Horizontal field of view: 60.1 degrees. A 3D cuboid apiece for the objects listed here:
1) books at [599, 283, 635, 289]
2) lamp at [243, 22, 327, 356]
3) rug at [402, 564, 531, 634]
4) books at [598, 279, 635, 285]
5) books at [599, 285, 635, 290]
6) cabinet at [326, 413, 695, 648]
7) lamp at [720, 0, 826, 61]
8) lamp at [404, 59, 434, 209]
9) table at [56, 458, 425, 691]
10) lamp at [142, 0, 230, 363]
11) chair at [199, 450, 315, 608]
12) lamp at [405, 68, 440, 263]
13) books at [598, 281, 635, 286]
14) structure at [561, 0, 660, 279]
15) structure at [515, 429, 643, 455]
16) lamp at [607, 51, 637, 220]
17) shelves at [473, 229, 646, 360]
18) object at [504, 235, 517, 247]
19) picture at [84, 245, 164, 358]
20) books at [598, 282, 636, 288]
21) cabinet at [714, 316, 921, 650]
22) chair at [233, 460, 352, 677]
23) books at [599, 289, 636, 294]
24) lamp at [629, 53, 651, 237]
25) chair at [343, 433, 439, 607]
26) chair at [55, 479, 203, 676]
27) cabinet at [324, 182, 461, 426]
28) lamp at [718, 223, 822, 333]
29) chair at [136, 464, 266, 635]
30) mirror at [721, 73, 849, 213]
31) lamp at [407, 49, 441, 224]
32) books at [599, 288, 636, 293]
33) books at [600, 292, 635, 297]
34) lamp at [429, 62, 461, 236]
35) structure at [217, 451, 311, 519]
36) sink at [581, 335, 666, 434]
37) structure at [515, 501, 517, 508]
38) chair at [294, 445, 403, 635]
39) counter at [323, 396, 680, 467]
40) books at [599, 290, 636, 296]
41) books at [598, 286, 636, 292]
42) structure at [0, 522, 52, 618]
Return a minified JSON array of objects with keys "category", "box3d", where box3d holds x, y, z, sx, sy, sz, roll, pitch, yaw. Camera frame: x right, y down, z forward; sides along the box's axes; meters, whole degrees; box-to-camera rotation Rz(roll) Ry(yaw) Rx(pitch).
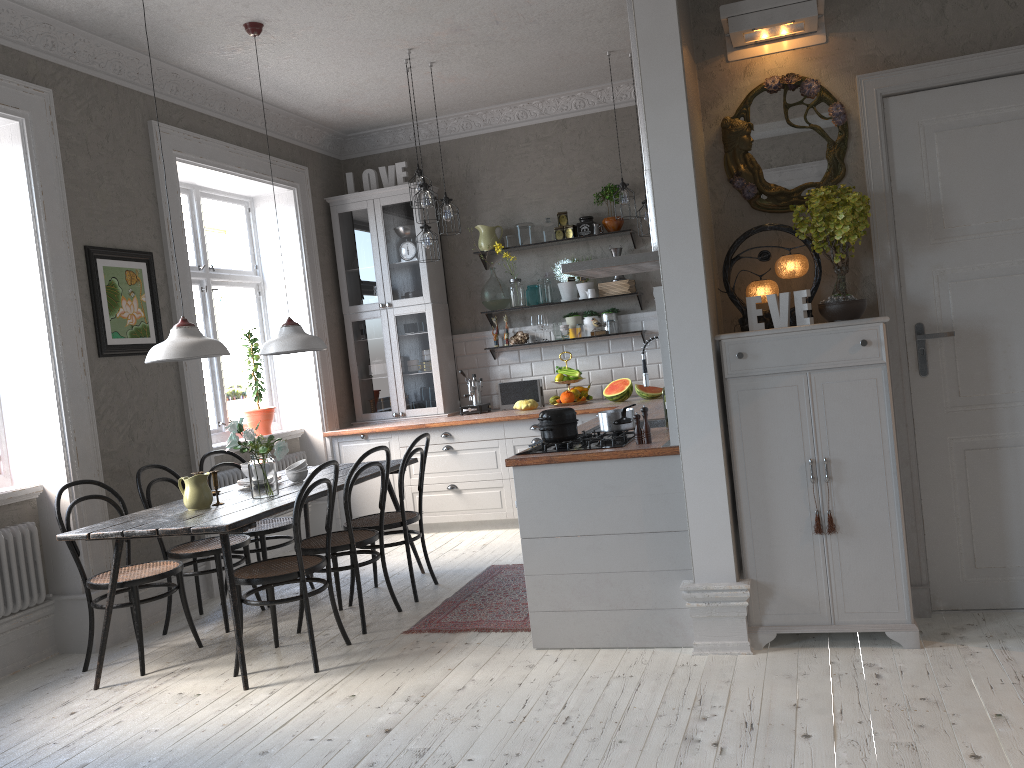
[{"category":"books","box3d":[0.831,-0.773,7.021,0.257,0.011,0.160,-6,2,23]},{"category":"lamp","box3d":[-1.351,-1.099,5.019,0.373,1.859,0.385,-5,3,25]},{"category":"rug","box3d":[0.001,1.145,4.856,0.727,0.014,1.304,-6,2,18]},{"category":"books","box3d":[0.827,-0.805,7.020,0.257,0.011,0.160,-6,2,23]},{"category":"books","box3d":[0.832,-0.762,7.022,0.257,0.011,0.160,-6,2,20]},{"category":"cabinet","box3d":[0.274,0.658,5.753,2.021,0.854,4.123,-7,2,-26]},{"category":"lamp","box3d":[1.101,-1.513,3.727,0.411,0.171,0.222,-6,2,17]},{"category":"lamp","box3d":[-0.687,-2.032,5.823,0.146,1.735,0.147,-6,2,5]},{"category":"table","box3d":[-1.277,0.931,4.777,0.894,0.735,1.942,-6,2,18]},{"category":"lamp","box3d":[-1.639,-1.036,4.163,0.387,1.859,0.371,-8,3,-35]},{"category":"chair","box3d":[-1.563,0.848,5.393,0.539,0.921,0.446,-5,3,30]},{"category":"lamp","box3d":[-0.661,-1.700,6.008,0.148,1.735,0.145,-7,2,-15]},{"category":"books","box3d":[0.829,-0.794,7.020,0.256,0.016,0.160,-5,2,26]},{"category":"structure","box3d":[0.631,-1.456,5.068,0.704,1.596,0.720,-6,2,18]},{"category":"structure","box3d":[0.340,0.260,4.176,0.490,0.031,0.613,-6,2,18]},{"category":"lamp","box3d":[0.698,-2.012,6.127,0.150,1.735,0.143,-8,3,-40]},{"category":"shelves","box3d":[0.391,-0.685,7.151,1.301,0.923,0.231,-6,2,17]},{"category":"object","box3d":[-0.012,-1.156,7.240,0.102,0.111,0.104,-6,2,17]},{"category":"picture","box3d":[-2.222,-0.471,5.115,0.019,0.620,0.527,-6,2,19]},{"category":"books","box3d":[0.830,-0.784,7.021,0.256,0.016,0.160,-5,2,30]},{"category":"cabinet","box3d":[1.257,0.404,3.669,0.658,1.297,0.388,-6,2,17]},{"category":"chair","box3d":[-1.039,0.834,4.118,0.543,0.921,0.442,-6,2,15]},{"category":"books","box3d":[0.836,-0.730,7.023,0.256,0.016,0.160,-5,2,30]},{"category":"lamp","box3d":[0.876,-1.912,6.224,0.148,1.735,0.145,-7,2,-10]},{"category":"chair","box3d":[-0.699,0.762,5.089,0.543,0.921,0.442,-6,2,15]},{"category":"chair","box3d":[-1.911,0.922,4.399,0.540,0.921,0.445,-5,2,25]},{"category":"cabinet","box3d":[-0.970,-0.634,7.412,0.869,1.921,0.392,-6,2,17]},{"category":"lamp","box3d":[1.106,-0.398,3.757,0.442,0.558,0.174,-5,2,25]},{"category":"chair","box3d":[-1.736,0.883,4.932,0.543,0.921,0.442,-6,2,15]},{"category":"mirror","box3d":[1.178,-1.042,3.825,0.526,0.593,0.072,-6,2,17]},{"category":"lamp","box3d":[-0.633,-1.901,5.649,0.149,1.735,0.144,-8,3,-25]},{"category":"books","box3d":[0.835,-0.741,7.022,0.256,0.016,0.160,-5,2,26]},{"category":"books","box3d":[0.839,-0.708,7.024,0.257,0.011,0.160,-6,2,20]},{"category":"lamp","box3d":[-0.516,-1.874,5.948,0.146,1.735,0.147,-6,2,5]},{"category":"structure","box3d":[-1.824,0.779,6.439,0.147,0.428,1.236,-6,2,17]},{"category":"sink","box3d":[0.671,0.110,4.750,0.522,0.720,0.492,-6,2,18]},{"category":"structure","box3d":[0.404,0.619,4.178,0.611,0.623,0.629,-6,2,18]},{"category":"chair","box3d":[-0.871,0.798,4.630,0.540,0.921,0.445,-5,2,25]},{"category":"counter","box3d":[-0.245,0.304,5.724,3.123,0.039,3.431,-6,2,18]},{"category":"books","box3d":[0.837,-0.719,7.023,0.257,0.011,0.160,-6,2,23]},{"category":"books","box3d":[0.834,-0.751,7.022,0.257,0.011,0.160,-6,2,23]},{"category":"structure","box3d":[-2.637,0.956,4.013,0.147,0.428,1.236,-6,2,17]}]
